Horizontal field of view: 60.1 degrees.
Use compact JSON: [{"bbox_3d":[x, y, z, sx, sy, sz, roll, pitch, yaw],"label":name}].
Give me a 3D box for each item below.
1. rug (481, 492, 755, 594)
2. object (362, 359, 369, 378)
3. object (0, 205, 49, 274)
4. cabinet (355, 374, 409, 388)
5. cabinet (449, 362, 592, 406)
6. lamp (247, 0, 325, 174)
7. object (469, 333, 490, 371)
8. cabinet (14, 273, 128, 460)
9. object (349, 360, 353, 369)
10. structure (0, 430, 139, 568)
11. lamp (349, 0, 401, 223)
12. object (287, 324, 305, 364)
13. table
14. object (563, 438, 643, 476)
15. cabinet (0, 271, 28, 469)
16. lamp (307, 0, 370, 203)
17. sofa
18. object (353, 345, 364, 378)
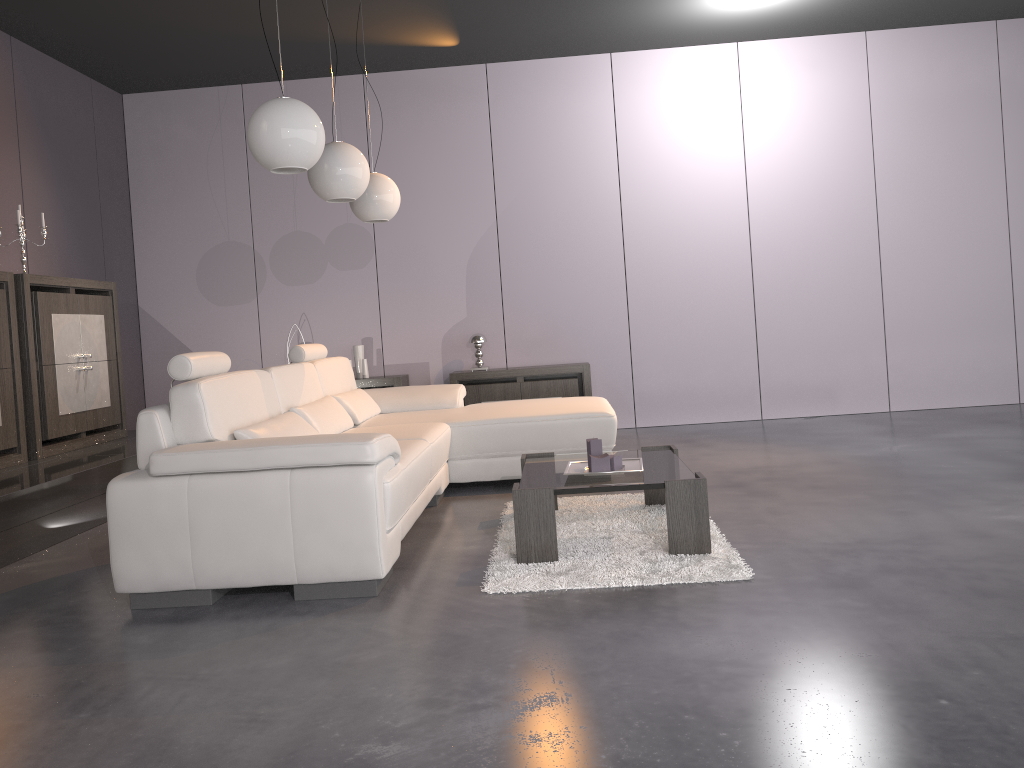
[{"bbox_3d":[0.381,0.606,3.630,0.916,0.023,1.529,-4,4,3],"label":"rug"},{"bbox_3d":[-1.151,-0.120,6.944,0.051,0.152,0.051,-4,1,-18],"label":"object"},{"bbox_3d":[-2.974,-0.865,5.375,0.229,0.445,0.230,-3,1,21],"label":"object"},{"bbox_3d":[-1.357,0.246,6.977,1.072,0.554,0.378,-4,2,3],"label":"cabinet"},{"bbox_3d":[0.084,0.151,6.902,1.072,0.554,0.378,-4,2,3],"label":"cabinet"},{"bbox_3d":[-0.947,-1.563,3.556,0.307,1.414,0.306,-4,1,-29],"label":"lamp"},{"bbox_3d":[-0.260,-0.254,6.940,0.140,0.284,0.140,-4,1,3],"label":"object"},{"bbox_3d":[-2.895,-0.125,5.635,0.411,1.074,1.074,-4,2,3],"label":"cabinet"},{"bbox_3d":[-1.272,-0.112,6.950,0.051,0.152,0.051,-4,1,-18],"label":"object"},{"bbox_3d":[-2.756,0.766,2.274,1.000,0.300,8.788,-4,4,3],"label":"structure"},{"bbox_3d":[-0.862,-1.678,5.300,0.306,1.414,0.307,-4,1,6],"label":"lamp"},{"bbox_3d":[-1.698,-0.242,6.984,0.123,0.465,0.108,-4,1,4],"label":"object"},{"bbox_3d":[0.381,0.467,3.641,0.700,0.270,0.907,-4,3,3],"label":"table"},{"bbox_3d":[0.364,0.281,3.524,0.304,0.136,0.305,-4,3,8],"label":"object"},{"bbox_3d":[-2.955,-0.048,4.471,0.411,1.074,1.074,-4,2,3],"label":"cabinet"},{"bbox_3d":[-0.903,-1.620,4.410,0.306,1.414,0.307,-4,1,6],"label":"lamp"},{"bbox_3d":[-0.390,0.192,4.354,1.868,0.858,2.867,-4,3,3],"label":"sofa"},{"bbox_3d":[-1.211,-0.178,7.034,0.089,0.263,0.089,-5,1,-35],"label":"object"}]
